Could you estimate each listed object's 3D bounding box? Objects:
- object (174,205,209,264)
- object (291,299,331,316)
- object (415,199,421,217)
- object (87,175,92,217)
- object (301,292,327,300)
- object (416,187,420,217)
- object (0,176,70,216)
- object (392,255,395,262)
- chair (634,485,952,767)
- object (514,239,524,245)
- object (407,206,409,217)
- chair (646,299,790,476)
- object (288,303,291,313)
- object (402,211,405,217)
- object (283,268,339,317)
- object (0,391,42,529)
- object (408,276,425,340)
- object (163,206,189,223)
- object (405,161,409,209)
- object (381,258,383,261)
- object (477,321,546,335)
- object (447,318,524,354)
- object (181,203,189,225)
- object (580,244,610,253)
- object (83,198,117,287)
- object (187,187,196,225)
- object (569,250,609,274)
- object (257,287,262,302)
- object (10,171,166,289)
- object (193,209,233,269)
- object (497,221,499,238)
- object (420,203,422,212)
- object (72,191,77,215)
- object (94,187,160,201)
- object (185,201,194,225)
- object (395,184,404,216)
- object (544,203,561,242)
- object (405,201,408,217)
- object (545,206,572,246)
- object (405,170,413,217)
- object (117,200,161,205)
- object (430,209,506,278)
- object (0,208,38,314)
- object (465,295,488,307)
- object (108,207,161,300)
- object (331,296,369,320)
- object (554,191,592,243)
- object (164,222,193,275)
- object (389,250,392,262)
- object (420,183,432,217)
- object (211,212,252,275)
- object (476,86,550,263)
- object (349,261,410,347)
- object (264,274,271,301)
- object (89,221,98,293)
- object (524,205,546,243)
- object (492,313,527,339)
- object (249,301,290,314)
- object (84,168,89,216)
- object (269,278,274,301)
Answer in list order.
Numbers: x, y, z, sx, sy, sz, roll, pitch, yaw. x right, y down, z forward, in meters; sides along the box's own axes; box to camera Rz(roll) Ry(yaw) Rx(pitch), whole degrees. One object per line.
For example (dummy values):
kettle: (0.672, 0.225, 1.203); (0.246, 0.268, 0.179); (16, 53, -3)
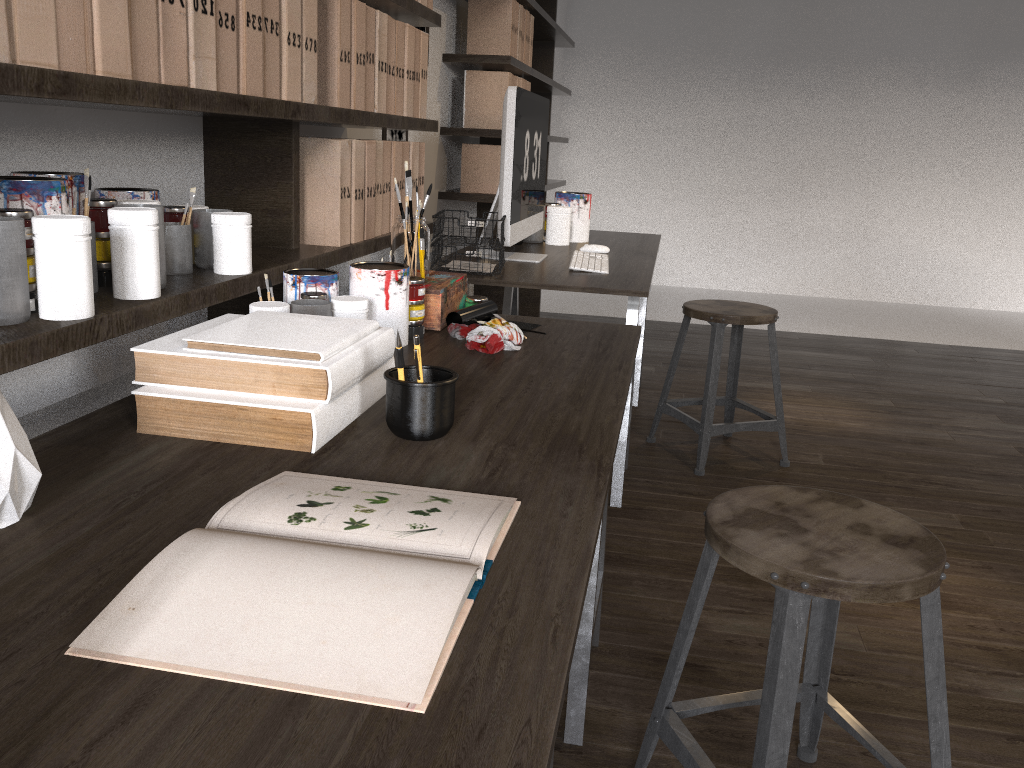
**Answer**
object: (-0.544, -0.253, 1.499); (0.062, 0.094, 0.062); (14, 17, 40)
object: (-0.321, -0.085, 1.416); (0.063, 0.092, 0.064); (-8, 17, -38)
object: (-0.187, -0.283, 1.726); (0.008, 0.152, 0.038); (-4, 15, -30)
object: (-0.565, -0.203, 1.175); (0.036, 0.147, 0.005); (11, 15, 32)
object: (-0.329, -0.101, 1.472); (0.044, 0.100, 0.045); (5, 13, 10)
object: (-0.182, -0.295, 1.732); (0.022, 0.178, 0.005); (10, 14, 28)
object: (-0.600, -0.175, 1.101); (0.094, 0.160, 0.096); (4, 13, 6)
object: (-0.229, -0.176, 1.667); (0.005, 0.129, 0.040); (5, 13, 8)
chair: (0.418, 0.455, 1.288); (0.358, 0.522, 0.376); (-1, 14, -16)
object: (0.003, -0.579, 3.241); (0.092, 0.141, 0.098); (0, 14, -10)
object: (-0.205, -0.281, 1.736); (0.005, 0.134, 0.005); (7, 13, 18)
chair: (0.721, -0.003, 3.037); (0.372, 0.522, 0.362); (-2, 14, -21)
object: (-0.392, -0.091, 1.465); (0.054, 0.079, 0.055); (5, 13, 9)
object: (-0.205, -0.270, 1.722); (0.022, 0.132, 0.005); (-5, 15, -32)
object: (-0.348, -0.132, 1.534); (0.094, 0.126, 0.096); (4, 13, 6)
object: (-0.477, 0.025, 0.780); (0.102, 0.207, 0.102); (-6, 16, -34)
object: (-0.184, -0.139, 1.622); (0.049, 0.110, 0.050); (6, 13, 13)
object: (-0.545, -0.237, 1.439); (0.045, 0.101, 0.045); (3, 13, 1)
object: (-0.205, -0.320, 1.732); (0.020, 0.226, 0.007); (14, 16, 40)
object: (-0.251, -0.175, 1.672); (0.005, 0.123, 0.041); (4, 13, 6)
object: (-0.003, -0.110, 1.722); (0.157, 0.006, 0.006); (12, 16, 29)
object: (-0.035, -0.099, 1.621); (0.132, 0.050, 0.199); (-2, 16, -19)
object: (-0.513, -0.228, 1.365); (0.035, 0.103, 0.004); (5, 13, 8)
object: (0.291, -0.476, 3.112); (0.106, 0.028, 0.059); (5, 15, 6)
object: (-0.573, -0.195, 1.241); (0.045, 0.126, 0.044); (9, 14, 27)
object: (-0.503, -0.238, 1.378); (0.029, 0.134, 0.004); (4, 12, 5)
object: (0.248, -0.389, 2.812); (0.118, 0.017, 0.444); (4, 15, 5)
object: (-0.405, -0.111, 1.449); (0.004, 0.102, 0.035); (7, 13, 16)
object: (-0.588, -0.208, 1.227); (0.205, 0.160, 0.095); (6, 13, 11)
object: (-0.490, -0.238, 1.456); (0.063, 0.093, 0.063); (14, 18, 40)
object: (-0.011, -0.624, 3.397); (0.095, 0.143, 0.095); (9, 15, 26)
object: (-0.192, -0.283, 1.745); (0.033, 0.146, 0.005); (-6, 15, -36)
object: (-0.576, -0.188, 1.160); (0.035, 0.129, 0.004); (12, 15, 34)
object: (-0.608, -0.244, 1.406); (0.095, 0.128, 0.095); (2, 13, -3)
object: (-0.511, -0.241, 1.383); (0.036, 0.118, 0.005); (4, 13, 6)
object: (-0.206, -0.299, 1.725); (0.053, 0.180, 0.006); (-7, 16, -37)
object: (0.151, -0.615, 3.390); (0.068, 0.153, 0.068); (0, 13, -13)
object: (-0.208, -0.281, 1.731); (0.005, 0.150, 0.045); (1, 13, -8)
object: (0.173, -0.589, 3.300); (0.095, 0.143, 0.095); (12, 16, 35)
object: (-0.194, -0.306, 1.713); (0.007, 0.212, 0.055); (6, 13, 16)
object: (-0.544, -0.208, 1.295); (0.062, 0.118, 0.062); (-2, 14, -21)
object: (-0.119, -0.403, 2.519); (0.203, 0.159, 0.287); (3, 14, 2)
object: (-0.582, -0.141, 1.040); (0.044, 0.126, 0.045); (5, 13, 10)
object: (-0.074, -0.165, 1.869); (0.049, 0.037, 0.049); (6, 15, 13)
object: (-0.498, -0.172, 1.169); (0.062, 0.118, 0.062); (-2, 14, -21)
object: (-0.268, -0.095, 1.462); (0.062, 0.093, 0.062); (-5, 15, -29)
object: (0.233, -0.648, 3.454); (0.145, 0.194, 0.145); (-1, 14, -17)
object: (-0.528, -0.210, 1.383); (0.054, 0.080, 0.054); (3, 13, 0)
object: (-0.233, -0.178, 1.676); (0.005, 0.146, 0.033); (5, 13, 9)
object: (-0.189, -0.299, 1.733); (0.072, 0.184, 0.008); (-7, 16, -37)
object: (-0.445, -0.223, 1.408); (0.062, 0.094, 0.062); (14, 17, 40)
object: (0.014, -0.658, 2.816); (0.204, 0.512, 0.650); (5, 14, 9)
object: (-0.234, -0.139, 1.561); (0.104, 0.140, 0.106); (7, 14, 17)
object: (-0.392, -0.114, 1.436); (0.004, 0.132, 0.030); (6, 13, 14)
object: (-0.584, -0.166, 1.183); (0.054, 0.100, 0.054); (9, 15, 26)
object: (0.076, -0.605, 3.344); (0.096, 0.141, 0.097); (9, 15, 26)
object: (-0.007, -0.115, 1.727); (0.011, 0.017, 0.173); (-2, 16, -21)
object: (-0.377, -0.078, 1.379); (0.062, 0.093, 0.062); (-8, 17, -38)
object: (-0.561, -0.199, 1.167); (0.030, 0.167, 0.004); (11, 15, 31)
object: (-0.385, -0.116, 1.443); (0.005, 0.116, 0.036); (6, 13, 15)
